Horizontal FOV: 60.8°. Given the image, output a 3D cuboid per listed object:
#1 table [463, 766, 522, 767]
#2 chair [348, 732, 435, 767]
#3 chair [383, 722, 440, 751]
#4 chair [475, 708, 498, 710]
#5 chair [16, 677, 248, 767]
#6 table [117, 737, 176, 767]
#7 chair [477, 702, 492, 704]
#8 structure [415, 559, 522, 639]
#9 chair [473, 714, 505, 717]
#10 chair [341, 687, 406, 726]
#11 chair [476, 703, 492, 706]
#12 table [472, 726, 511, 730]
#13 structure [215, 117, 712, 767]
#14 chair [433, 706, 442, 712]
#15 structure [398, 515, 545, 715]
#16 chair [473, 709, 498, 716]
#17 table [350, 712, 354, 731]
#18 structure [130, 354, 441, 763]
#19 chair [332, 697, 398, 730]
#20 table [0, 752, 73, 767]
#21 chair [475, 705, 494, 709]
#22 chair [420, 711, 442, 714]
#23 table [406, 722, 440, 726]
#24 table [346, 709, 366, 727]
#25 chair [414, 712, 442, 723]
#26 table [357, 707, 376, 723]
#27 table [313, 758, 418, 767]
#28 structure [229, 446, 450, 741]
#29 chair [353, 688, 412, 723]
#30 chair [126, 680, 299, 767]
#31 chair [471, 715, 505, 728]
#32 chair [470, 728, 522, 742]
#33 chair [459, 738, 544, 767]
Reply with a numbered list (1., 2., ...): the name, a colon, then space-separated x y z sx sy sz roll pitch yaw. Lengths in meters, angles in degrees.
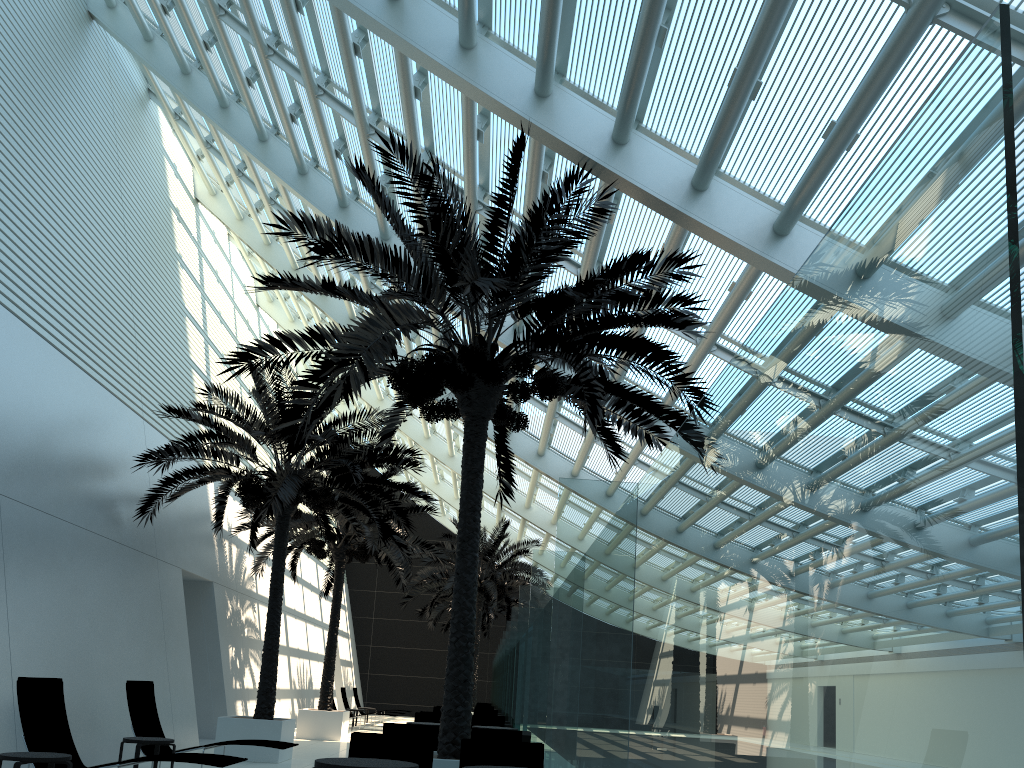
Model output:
1. table: -0.017 2.947 5.744 0.698 0.747 0.691 17 -20 -42
2. chair: -1.016 3.239 6.898 0.716 0.849 0.927 4 -15 -1
3. chair: -1.113 4.336 10.003 0.716 0.849 0.927 4 -15 -1
4. chair: -0.588 8.409 21.384 0.716 0.849 0.927 4 -15 -1
5. chair: -3.756 3.566 8.691 2.037 1.108 0.962 4 -14 -1
6. table: -4.207 4.342 10.027 0.561 0.495 0.571 -10 -20 40
7. chair: -0.989 12.361 32.582 0.716 0.849 0.927 4 -15 -1
8. structure: -1.398 10.471 36.004 4.502 6.718 4.968 9 -14 -22
9. chair: -0.388 6.431 15.780 0.716 0.849 0.927 4 -15 -1
10. chair: -4.443 10.344 27.898 2.037 1.108 0.962 4 -14 -1
11. chair: -0.943 11.765 30.895 0.716 0.849 0.927 4 -15 -1
12. table: -0.269 5.434 12.792 0.687 0.747 0.702 -7 -18 36
13. structure: -0.451 0.905 8.902 4.824 6.720 4.633 -1 -14 17
14. chair: -1.473 7.748 19.675 0.716 0.849 0.927 4 -15 -1
15. structure: -1.135 7.615 27.915 4.833 6.720 4.624 5 -13 -7
16. chair: -0.543 7.813 19.698 0.716 0.849 0.927 4 -15 -1
17. table: -4.711 9.317 24.124 0.560 0.495 0.572 -8 -19 36
18. structure: -3.811 2.777 14.488 4.689 6.542 4.418 9 -14 -22
19. chair: -4.351 9.443 25.343 2.037 1.108 0.962 4 -14 -1
20. table: -4.116 3.440 7.472 0.561 0.495 0.571 -10 -20 40
21. chair: -0.741 9.770 25.243 0.716 0.849 0.927 4 -15 -1
22. chair: -1.319 6.366 15.757 0.716 0.849 0.927 4 -15 -1
23. table: -1.237 5.367 12.768 0.687 0.747 0.702 -7 -18 36
24. table: -4.802 10.219 26.679 0.561 0.495 0.571 -10 -20 40
25. chair: -1.272 5.766 14.059 0.716 0.849 0.927 4 -15 -1
26. table: -4.897 11.148 29.313 0.561 0.495 0.571 -10 -20 40
27. table: -0.985 2.880 5.720 0.698 0.747 0.691 17 -20 -42
28. structure: -4.227 4.837 20.448 4.318 6.599 4.799 -4 -15 31
29. chair: -4.537 11.274 30.532 2.037 1.108 0.962 4 -14 -1
30. chair: -3.848 4.468 11.245 2.037 1.108 0.962 4 -14 -1
31. chair: -0.342 5.831 14.082 0.716 0.849 0.927 4 -15 -1
32. chair: -0.183 4.401 10.026 0.716 0.849 0.927 4 -15 -1
33. chair: -0.086 3.304 6.921 0.716 0.849 0.927 4 -15 -1
